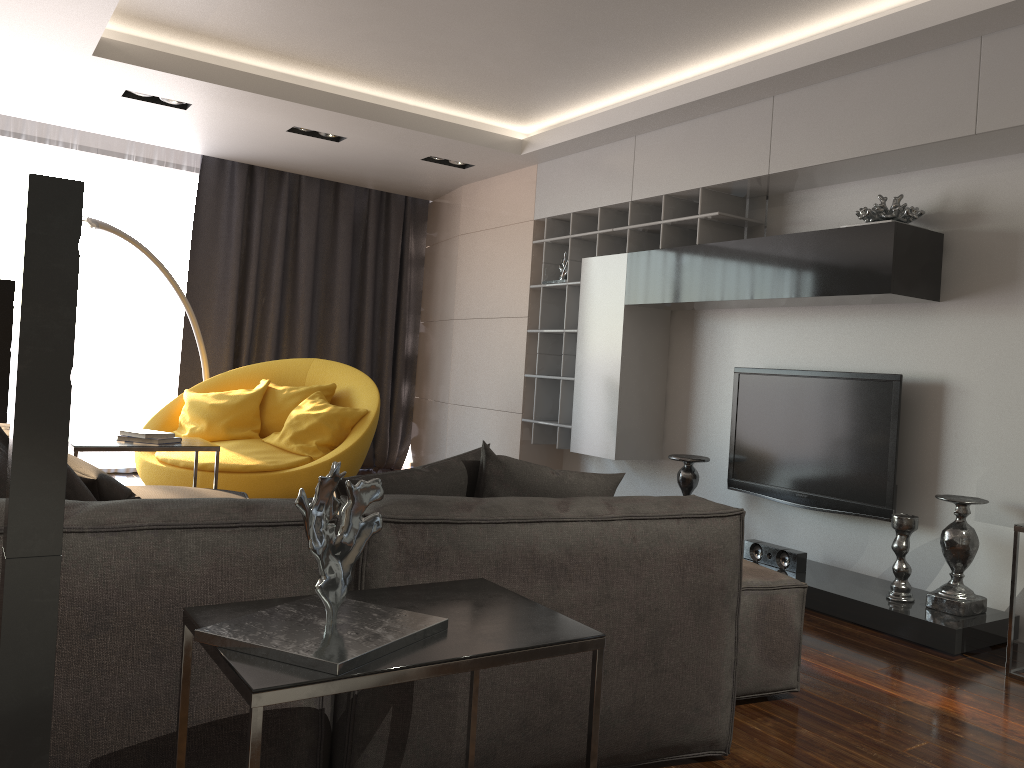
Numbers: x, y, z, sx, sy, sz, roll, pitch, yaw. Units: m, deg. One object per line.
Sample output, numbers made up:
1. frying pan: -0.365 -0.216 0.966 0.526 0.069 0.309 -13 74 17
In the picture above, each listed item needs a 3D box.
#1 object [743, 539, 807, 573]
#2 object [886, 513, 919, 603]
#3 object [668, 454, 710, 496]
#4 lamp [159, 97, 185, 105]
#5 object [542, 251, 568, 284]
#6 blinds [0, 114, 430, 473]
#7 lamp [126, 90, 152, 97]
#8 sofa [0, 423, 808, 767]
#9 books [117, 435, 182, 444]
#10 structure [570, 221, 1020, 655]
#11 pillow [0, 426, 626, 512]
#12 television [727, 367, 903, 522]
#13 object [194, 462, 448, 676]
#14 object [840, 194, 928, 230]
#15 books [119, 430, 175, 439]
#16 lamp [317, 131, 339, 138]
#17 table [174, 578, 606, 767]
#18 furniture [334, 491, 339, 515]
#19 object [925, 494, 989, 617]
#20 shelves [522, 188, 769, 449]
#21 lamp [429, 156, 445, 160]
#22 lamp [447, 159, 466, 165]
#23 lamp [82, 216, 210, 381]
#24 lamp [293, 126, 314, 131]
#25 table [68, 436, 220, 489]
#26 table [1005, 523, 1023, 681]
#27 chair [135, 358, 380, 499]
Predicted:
1. object: 1.332 0.870 4.465 0.076 0.094 0.342 3 1 -33
2. object: 1.730 0.767 3.894 0.129 0.371 0.116 3 0 -39
3. object: 1.000 0.649 5.034 0.253 0.475 0.226 3 0 -42
4. lamp: -2.061 -1.752 5.362 0.184 0.077 0.170 3 1 -22
5. object: 0.413 -0.803 6.149 0.299 0.227 0.270 3 1 -34
6. blinds: -3.965 -0.770 5.832 7.907 2.894 0.708 3 1 -41
7. lamp: -2.217 -1.760 5.254 0.186 0.077 0.167 3 1 -39
8. sofa: -0.592 0.576 3.069 2.851 0.704 2.382 3 1 -24
9. books: -1.738 0.264 4.217 0.226 0.023 0.167 4 1 15
10. structure: 1.263 0.124 4.743 0.505 1.766 2.738 4 1 -33
11. pillow: -0.836 0.319 2.440 2.040 0.431 1.087 4 1 17
12. television: 1.574 0.288 4.579 0.152 0.714 1.046 4 1 -32
13. object: -0.297 0.271 1.456 0.273 0.287 0.296 4 1 26
14. object: 1.777 -0.807 4.147 0.340 0.177 0.306 3 1 -34
15. books: -1.751 0.240 4.221 0.195 0.022 0.162 4 1 32
16. lamp: -1.226 -1.710 5.940 0.184 0.077 0.170 3 1 -22
17. table: -0.225 0.700 1.556 0.632 0.563 0.428 3 1 -34
18. furniture: -0.273 0.709 4.045 1.140 0.440 1.052 3 1 -24
19. object: 1.913 0.727 3.767 0.232 0.482 0.206 3 0 -40
20. shelves: 0.760 -0.328 5.671 0.399 1.600 1.825 4 1 -33
21. lamp: -0.545 -1.675 6.410 0.182 0.077 0.172 3 1 -15
22. lamp: -0.390 -1.667 6.519 0.184 0.077 0.170 3 1 -22
23. lamp: -1.612 -0.094 6.984 0.552 1.779 4.456 4 1 37
24. lamp: -1.382 -1.718 5.832 0.182 0.077 0.172 3 1 -15
25. table: -1.783 0.554 4.198 0.632 0.563 0.428 3 1 -34
26. table: 2.191 0.824 3.155 0.474 0.563 0.570 3 1 -33
27. chair: -1.590 0.320 5.613 1.464 1.005 1.177 4 1 22
